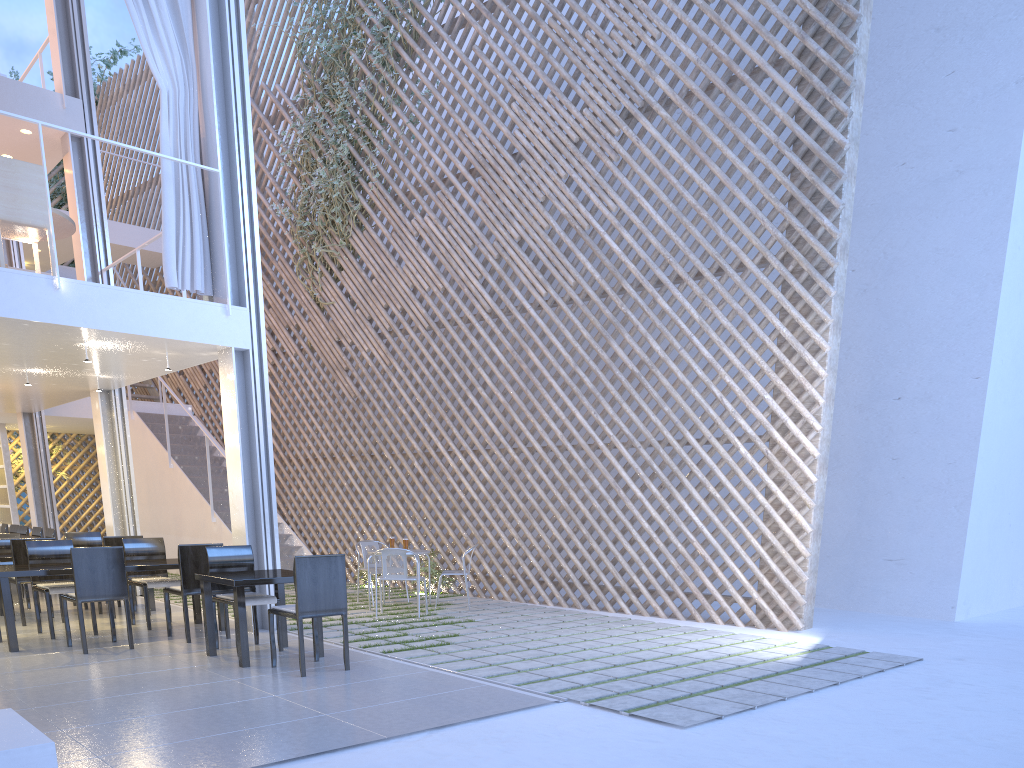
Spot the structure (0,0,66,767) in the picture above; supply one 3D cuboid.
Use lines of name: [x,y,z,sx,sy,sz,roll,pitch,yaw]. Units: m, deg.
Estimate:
structure: [-1.849,-0.639,2.863,1.680,3.461,3.596,-8,7,-43]

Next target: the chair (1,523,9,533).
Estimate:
chair: [-3.909,1.263,6.175,0.234,0.458,0.184,-7,12,-39]

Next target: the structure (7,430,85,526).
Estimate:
structure: [-4.631,0.761,8.087,1.115,2.086,0.281,-7,14,-39]

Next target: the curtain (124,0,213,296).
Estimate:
curtain: [-1.462,-1.634,3.091,0.495,2.530,0.094,-11,17,-42]

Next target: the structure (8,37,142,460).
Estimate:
structure: [-4.804,-0.821,8.641,3.238,4.730,1.072,6,13,44]

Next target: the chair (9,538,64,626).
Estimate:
chair: [-2.361,0.968,4.055,0.186,0.458,0.232,-9,13,-42]

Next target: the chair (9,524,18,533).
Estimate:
chair: [-3.684,1.229,5.929,0.233,0.458,0.185,-8,13,-44]

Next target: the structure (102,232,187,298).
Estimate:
structure: [-1.792,-0.453,4.205,0.027,0.580,1.682,-12,5,-43]

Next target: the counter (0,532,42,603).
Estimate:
counter: [-3.914,1.195,5.558,0.807,0.386,2.493,4,-8,-43]

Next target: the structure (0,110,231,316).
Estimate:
structure: [-1.219,-0.082,2.595,1.336,1.867,1.411,-5,8,-42]

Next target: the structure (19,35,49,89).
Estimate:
structure: [-3.028,-1.677,5.204,0.027,0.580,1.684,-12,5,-43]

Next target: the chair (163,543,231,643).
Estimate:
chair: [-1.393,0.910,3.612,0.186,0.458,0.232,-9,13,-42]

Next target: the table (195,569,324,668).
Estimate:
table: [-0.970,0.899,3.193,0.353,0.345,0.346,-2,3,-42]

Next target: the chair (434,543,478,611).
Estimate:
chair: [-0.315,1.094,4.691,0.249,0.397,0.248,0,7,-2]

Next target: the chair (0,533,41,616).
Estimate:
chair: [-2.676,1.015,4.392,0.186,0.458,0.232,-9,13,-42]

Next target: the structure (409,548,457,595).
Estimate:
structure: [-0.538,1.235,5.401,0.313,0.337,0.287,3,5,33]

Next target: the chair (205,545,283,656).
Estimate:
chair: [-1.073,0.869,3.309,0.186,0.458,0.232,-9,13,-42]

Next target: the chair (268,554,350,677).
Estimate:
chair: [-0.734,0.819,2.947,0.186,0.458,0.232,-9,13,-42]

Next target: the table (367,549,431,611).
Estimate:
table: [-0.637,1.110,4.666,0.348,0.347,0.335,1,3,10]

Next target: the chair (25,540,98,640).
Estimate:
chair: [-2.013,0.917,3.683,0.186,0.458,0.232,-9,13,-42]

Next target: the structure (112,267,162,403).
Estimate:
structure: [-3.803,-0.704,7.445,1.235,1.972,0.513,6,13,40]

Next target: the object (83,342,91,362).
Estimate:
object: [-1.781,-0.133,3.441,0.029,0.083,0.027,-6,13,-30]

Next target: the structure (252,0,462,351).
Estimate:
structure: [-0.912,-1.663,5.284,2.326,2.850,0.707,4,12,38]

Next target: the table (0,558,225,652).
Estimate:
table: [-1.773,0.960,3.650,0.907,0.340,0.345,5,-1,-41]

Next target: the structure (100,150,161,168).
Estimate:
structure: [-3.223,-1.512,6.347,1.128,0.586,0.026,3,8,-41]

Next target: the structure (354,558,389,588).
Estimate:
structure: [-0.989,1.333,5.863,0.263,0.271,0.257,-2,4,-35]

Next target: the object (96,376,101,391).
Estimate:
object: [-2.201,-0.002,4.375,0.029,0.083,0.027,-6,13,-30]

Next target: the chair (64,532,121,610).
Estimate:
chair: [-2.372,1.055,4.659,0.186,0.458,0.232,-9,13,-42]

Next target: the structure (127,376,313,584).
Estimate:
structure: [-2.556,0.535,6.284,1.934,2.051,1.145,3,8,40]

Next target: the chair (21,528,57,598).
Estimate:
chair: [-3.009,1.127,5.191,0.234,0.458,0.184,-7,12,-40]

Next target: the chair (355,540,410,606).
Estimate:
chair: [-0.797,1.126,4.932,0.256,0.397,0.241,-6,10,-42]

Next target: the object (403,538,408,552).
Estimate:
object: [-0.587,0.888,4.542,0.032,0.080,0.029,1,11,3]

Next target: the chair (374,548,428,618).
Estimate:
chair: [-0.594,1.042,4.337,0.263,0.397,0.235,1,7,3]

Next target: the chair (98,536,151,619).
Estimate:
chair: [-2.057,1.008,4.321,0.186,0.458,0.232,-9,13,-42]

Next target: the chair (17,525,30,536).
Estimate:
chair: [-3.470,1.194,5.674,0.186,0.458,0.232,10,13,43]

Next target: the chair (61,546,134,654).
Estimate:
chair: [-1.698,0.871,3.346,0.186,0.458,0.232,-9,13,-42]

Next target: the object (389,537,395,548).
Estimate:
object: [-0.686,0.911,4.706,0.032,0.080,0.029,1,11,3]

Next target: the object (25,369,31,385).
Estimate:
object: [-2.450,-0.035,4.157,0.029,0.083,0.027,-6,13,-30]

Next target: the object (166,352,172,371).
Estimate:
object: [-2.757,0.294,3.823,1.654,0.847,1.824,4,-5,-44]

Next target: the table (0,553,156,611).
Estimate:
table: [-2.402,1.053,4.322,0.907,0.340,0.345,5,-1,-41]

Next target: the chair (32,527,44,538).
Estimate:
chair: [-3.234,1.161,5.437,0.233,0.458,0.185,-8,13,-43]

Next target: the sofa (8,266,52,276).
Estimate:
sofa: [-2.919,-0.365,4.556,0.493,0.382,0.974,0,-4,-43]

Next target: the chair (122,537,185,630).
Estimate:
chair: [-1.709,0.957,3.950,0.186,0.458,0.232,-9,13,-42]
